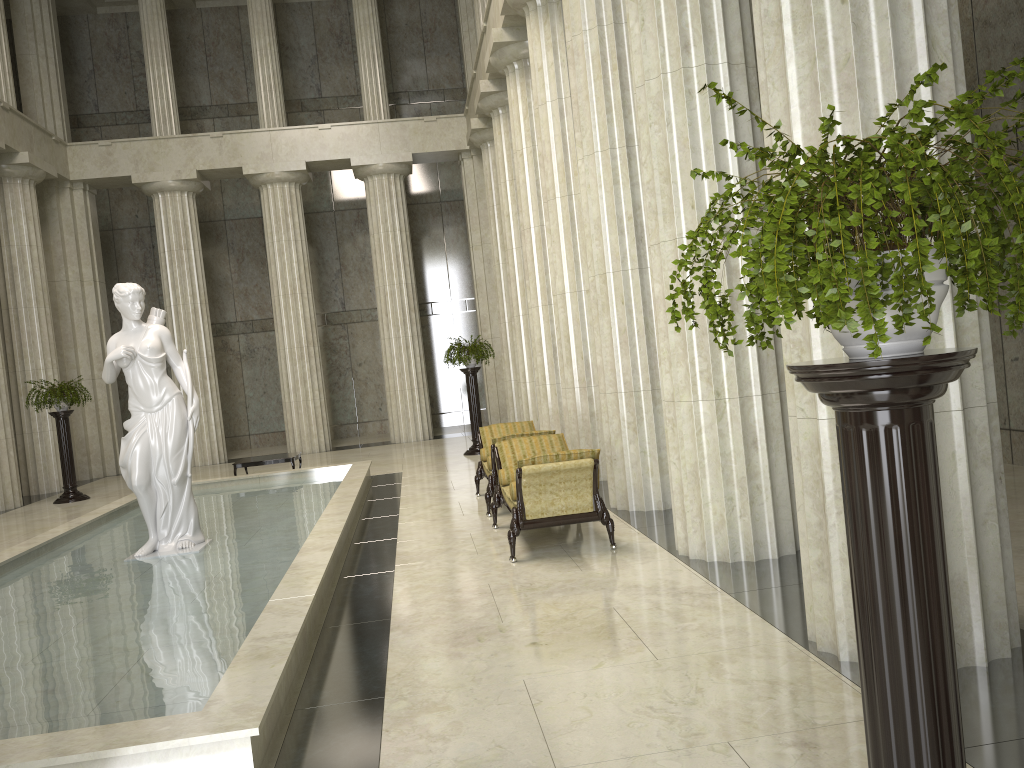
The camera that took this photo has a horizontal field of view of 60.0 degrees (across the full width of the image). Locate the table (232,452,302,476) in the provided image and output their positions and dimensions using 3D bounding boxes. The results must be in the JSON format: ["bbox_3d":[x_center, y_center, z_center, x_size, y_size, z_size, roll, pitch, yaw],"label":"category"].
[{"bbox_3d":[-4.410,1.584,16.127,1.134,0.494,1.123,-6,2,-8],"label":"table"}]

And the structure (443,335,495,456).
[{"bbox_3d":[-0.781,0.203,17.764,1.053,2.386,1.159,-6,2,-2],"label":"structure"}]

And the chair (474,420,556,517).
[{"bbox_3d":[0.042,1.023,11.313,0.993,0.950,2.172,-6,2,-6],"label":"chair"}]

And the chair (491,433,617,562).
[{"bbox_3d":[0.322,1.064,8.861,0.993,0.950,2.172,-6,2,-6],"label":"chair"}]

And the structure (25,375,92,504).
[{"bbox_3d":[-8.523,1.045,16.898,1.159,2.386,1.053,-6,2,-12],"label":"structure"}]

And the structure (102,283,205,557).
[{"bbox_3d":[-3.776,0.429,9.377,0.940,3.044,0.729,-6,2,-12],"label":"structure"}]

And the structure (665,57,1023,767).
[{"bbox_3d":[1.017,0.458,2.237,1.159,2.386,1.053,-5,2,23],"label":"structure"}]

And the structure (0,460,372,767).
[{"bbox_3d":[-3.601,1.870,9.447,3.754,0.508,11.573,-6,2,-6],"label":"structure"}]
